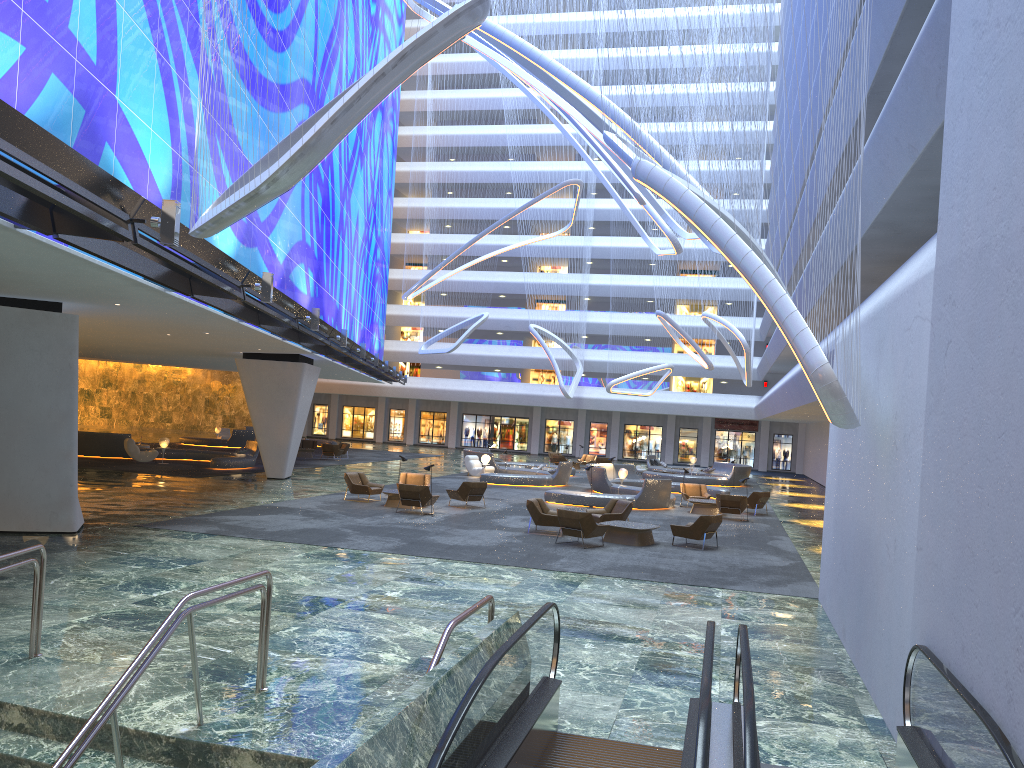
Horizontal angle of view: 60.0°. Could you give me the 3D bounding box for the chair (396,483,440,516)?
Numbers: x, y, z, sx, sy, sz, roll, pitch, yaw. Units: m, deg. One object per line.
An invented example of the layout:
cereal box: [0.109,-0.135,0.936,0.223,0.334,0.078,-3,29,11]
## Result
chair: [-2.448,2.928,22.654,0.929,0.766,0.940,3,-1,20]

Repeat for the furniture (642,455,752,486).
furniture: [9.475,4.417,45.777,5.183,0.969,9.936,3,-2,10]

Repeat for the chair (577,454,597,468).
chair: [4.230,4.349,49.588,0.928,0.766,0.940,3,-2,32]

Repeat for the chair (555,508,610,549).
chair: [1.452,3.041,18.774,0.928,0.766,0.940,3,-2,41]

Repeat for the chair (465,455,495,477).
chair: [-1.364,3.476,37.290,1.156,0.882,0.730,3,-1,33]

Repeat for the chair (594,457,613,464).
chair: [4.927,4.327,47.752,0.929,0.766,0.939,4,-1,-8]

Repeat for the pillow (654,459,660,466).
pillow: [8.088,4.343,49.264,0.315,0.386,0.786,3,-2,29]

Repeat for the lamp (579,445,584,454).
lamp: [3.852,4.058,49.698,0.384,1.300,0.202,4,0,-25]

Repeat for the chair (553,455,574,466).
chair: [2.657,4.138,46.631,0.940,0.766,0.929,5,-2,-35]

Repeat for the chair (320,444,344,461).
chair: [-8.605,3.243,42.217,0.929,0.766,0.939,3,-1,12]

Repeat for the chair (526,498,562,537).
chair: [0.831,3.059,20.375,0.938,0.766,0.930,3,-1,16]

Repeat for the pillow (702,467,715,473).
pillow: [10.098,4.401,45.388,0.693,0.262,0.877,5,-2,-24]

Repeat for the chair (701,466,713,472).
chair: [10.553,4.654,46.668,0.930,0.766,0.938,5,-2,-43]

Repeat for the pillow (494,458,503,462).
pillow: [-0.716,3.658,42.599,0.443,0.207,0.444,5,-2,-25]

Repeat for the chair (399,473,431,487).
chair: [-2.861,3.023,25.980,0.929,0.766,0.939,4,-1,-3]

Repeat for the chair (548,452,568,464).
chair: [2.521,4.232,49.452,0.930,0.766,0.938,5,-2,-33]

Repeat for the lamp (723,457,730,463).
lamp: [10.964,4.360,45.284,0.384,1.300,0.202,4,0,13]

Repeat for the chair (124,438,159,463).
chair: [-14.008,2.513,33.473,1.158,0.882,0.728,5,-1,-32]

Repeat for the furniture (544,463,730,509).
furniture: [4.179,3.554,31.595,5.181,0.969,9.940,3,-2,31]

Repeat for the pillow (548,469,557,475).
pillow: [1.891,3.498,35.300,0.692,0.262,0.878,3,-2,22]

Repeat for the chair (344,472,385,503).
chair: [-4.180,2.897,24.882,0.938,0.766,0.930,3,-1,22]

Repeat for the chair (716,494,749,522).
chair: [6.505,3.644,26.257,0.929,0.766,0.940,3,-1,20]

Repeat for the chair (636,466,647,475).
chair: [6.740,4.524,46.293,0.491,0.501,0.586,5,-2,-42]

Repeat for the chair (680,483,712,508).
chair: [6.092,3.738,29.583,0.929,0.766,0.939,4,-1,-3]

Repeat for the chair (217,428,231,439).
chair: [-16.427,2.987,50.741,0.730,0.882,1.156,4,-1,-32]

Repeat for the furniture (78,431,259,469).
furniture: [-14.440,2.474,35.260,9.918,0.969,5.193,3,-2,31]

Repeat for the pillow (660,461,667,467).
pillow: [8.351,4.461,49.498,0.685,0.280,0.873,5,-2,-39]

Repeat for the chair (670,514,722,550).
chair: [4.110,3.248,19.714,0.938,0.766,0.930,3,-2,38]

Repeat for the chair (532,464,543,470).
chair: [0.665,3.933,40.954,1.786,0.501,0.585,5,-1,-22]

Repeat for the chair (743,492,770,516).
chair: [7.717,3.804,28.484,0.930,0.766,0.938,5,-2,-43]

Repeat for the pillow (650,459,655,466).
pillow: [7.876,4.354,49.280,0.295,0.368,0.770,3,-2,26]

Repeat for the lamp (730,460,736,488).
lamp: [10.286,4.170,41.283,0.202,1.300,0.384,4,0,-27]

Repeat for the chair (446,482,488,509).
chair: [-1.236,3.089,24.881,0.930,0.766,0.938,5,-2,-43]

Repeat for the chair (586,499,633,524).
chair: [2.386,3.204,21.571,0.939,0.766,0.929,4,-1,-25]

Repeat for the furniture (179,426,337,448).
furniture: [-14.638,3.043,51.179,5.181,0.969,9.940,3,-2,31]

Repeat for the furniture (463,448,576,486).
furniture: [0.092,3.537,38.437,5.184,0.969,9.935,4,-2,6]

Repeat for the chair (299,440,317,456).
chair: [-10.292,3.221,44.635,0.930,0.766,0.939,4,-1,-13]

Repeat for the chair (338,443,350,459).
chair: [-8.639,3.312,44.182,0.940,0.766,0.928,5,-2,-38]
